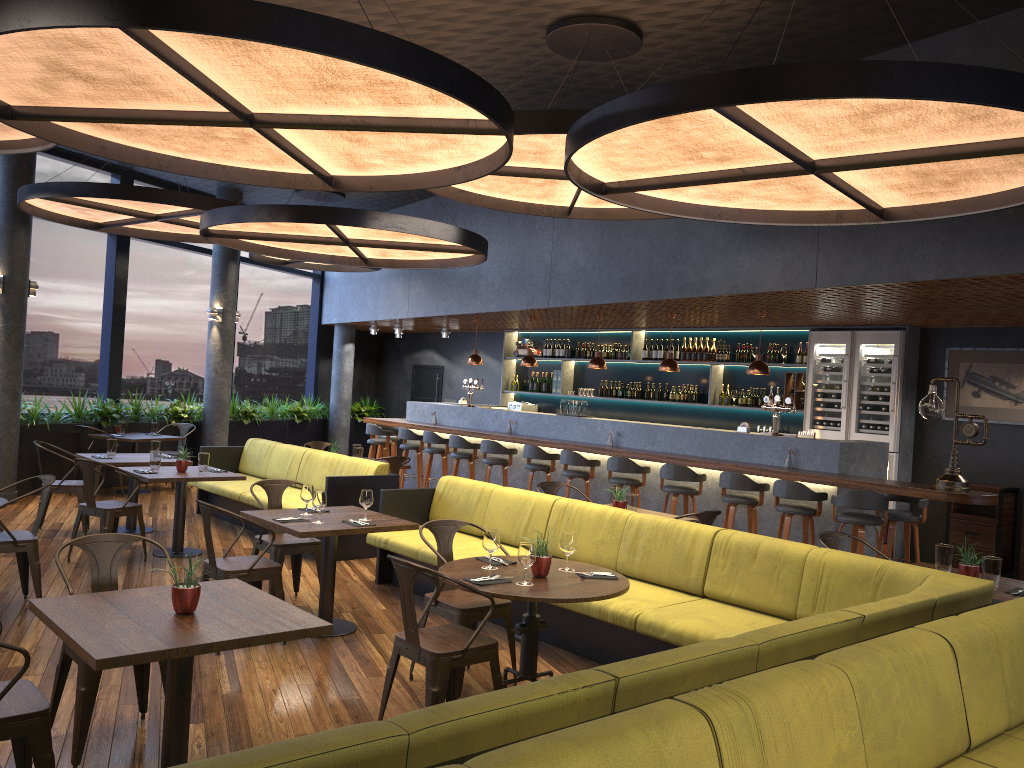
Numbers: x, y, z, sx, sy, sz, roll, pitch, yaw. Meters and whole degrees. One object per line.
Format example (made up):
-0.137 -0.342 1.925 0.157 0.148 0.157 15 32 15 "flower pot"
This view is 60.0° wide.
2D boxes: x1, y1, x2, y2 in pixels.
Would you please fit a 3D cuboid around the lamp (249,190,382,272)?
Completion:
-2.951 -2.387 13.521 1.979 1.093 1.979 3 0 13 "lamp"

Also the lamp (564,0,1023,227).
1.724 -1.879 4.954 2.778 1.475 2.778 4 0 -37 "lamp"

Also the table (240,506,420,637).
-1.289 1.306 6.145 0.906 0.763 0.887 4 0 -41 "table"

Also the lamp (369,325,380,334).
-2.546 -1.005 16.356 0.228 0.172 0.228 4 0 -41 "lamp"

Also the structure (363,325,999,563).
1.724 0.528 11.431 2.700 2.700 9.298 4 0 -41 "structure"

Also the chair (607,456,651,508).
1.266 1.324 9.810 0.483 1.048 0.438 3 0 9 "chair"

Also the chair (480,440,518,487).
-0.210 1.236 11.357 0.438 1.048 0.483 4 0 -21 "chair"

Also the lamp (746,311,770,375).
2.649 -0.438 9.466 0.250 0.673 0.250 4 0 -8 "lamp"

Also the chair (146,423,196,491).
-4.825 1.022 12.628 0.504 0.917 0.541 3 0 14 "chair"

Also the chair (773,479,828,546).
2.615 1.403 8.195 0.438 1.048 0.483 4 0 -12 "chair"

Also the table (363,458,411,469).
-1.818 1.280 10.255 0.906 0.763 0.887 4 0 -41 "table"

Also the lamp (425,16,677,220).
0.603 -2.121 6.886 2.778 1.159 2.778 3 0 9 "lamp"

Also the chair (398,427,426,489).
-1.446 1.164 12.941 0.483 1.048 0.438 3 0 20 "chair"

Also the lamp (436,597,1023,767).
3.654 0.625 3.384 9.057 2.714 3.017 4 0 -41 "lamp"

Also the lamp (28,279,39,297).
-5.839 -1.149 10.752 0.215 0.215 0.189 3 0 24 "lamp"

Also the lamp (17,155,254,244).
-3.995 -2.396 10.065 2.778 1.159 2.778 4 0 -5 "lamp"

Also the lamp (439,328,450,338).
-1.203 -0.923 16.017 0.228 0.172 0.228 4 0 -41 "lamp"

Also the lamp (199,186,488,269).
-1.587 -2.074 8.801 2.778 1.475 2.778 3 0 13 "lamp"

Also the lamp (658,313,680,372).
1.858 -0.485 10.378 0.250 0.673 0.250 4 0 -8 "lamp"

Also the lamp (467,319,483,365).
-0.530 -0.626 13.128 0.250 0.673 0.250 3 0 36 "lamp"

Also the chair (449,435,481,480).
-0.655 1.210 11.933 0.438 1.048 0.483 4 0 -12 "chair"

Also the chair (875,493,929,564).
3.551 1.460 8.180 0.483 1.048 0.438 3 0 20 "chair"

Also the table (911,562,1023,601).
2.623 1.543 5.186 0.887 0.763 0.906 4 0 -41 "table"

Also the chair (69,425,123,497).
-5.346 0.988 11.405 0.504 0.917 0.541 3 0 24 "chair"

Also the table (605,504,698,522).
0.855 1.438 7.223 0.887 0.763 0.906 4 0 -41 "table"

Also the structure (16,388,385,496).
-5.970 0.704 11.566 0.808 1.413 17.112 3 0 24 "structure"

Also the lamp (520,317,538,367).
0.251 -0.580 12.228 0.250 0.673 0.250 4 0 -8 "lamp"

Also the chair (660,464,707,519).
1.745 1.352 9.291 0.438 1.048 0.483 4 0 -27 "chair"

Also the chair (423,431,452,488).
-1.046 1.187 12.499 0.483 1.048 0.438 3 0 20 "chair"

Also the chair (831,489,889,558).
3.009 1.427 7.758 0.483 1.048 0.438 3 0 41 "chair"

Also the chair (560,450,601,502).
0.755 1.293 10.338 0.438 1.048 0.483 4 0 -12 "chair"

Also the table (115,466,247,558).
-3.115 1.198 8.270 0.887 0.763 0.906 4 0 -41 "table"

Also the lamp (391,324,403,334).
-2.013 -0.973 15.715 0.228 0.172 0.228 4 0 -41 "lamp"

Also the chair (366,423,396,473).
-2.018 1.130 13.533 0.483 1.048 0.438 3 0 20 "chair"

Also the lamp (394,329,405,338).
-2.193 -0.982 17.157 0.228 0.172 0.228 4 0 -41 "lamp"

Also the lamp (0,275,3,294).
-6.029 -1.162 10.221 0.215 0.215 0.189 3 0 16 "lamp"

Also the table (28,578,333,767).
-1.363 1.297 3.567 0.887 0.763 0.906 4 0 -41 "table"

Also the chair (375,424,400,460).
-2.032 1.130 14.520 0.483 1.048 0.438 4 0 -12 "chair"

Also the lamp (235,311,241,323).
-4.381 -1.055 14.017 0.215 0.215 0.189 3 0 28 "lamp"

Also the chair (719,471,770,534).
2.258 1.382 8.708 0.483 1.048 0.438 3 0 20 "chair"

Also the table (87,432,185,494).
-5.130 1.081 12.030 0.887 0.763 0.906 3 0 23 "table"

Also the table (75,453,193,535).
-3.965 1.148 9.248 0.906 0.763 0.887 4 0 -41 "table"

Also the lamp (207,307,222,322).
-4.550 -1.066 13.479 0.215 0.215 0.189 3 0 10 "lamp"

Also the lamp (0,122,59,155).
-4.405 -2.429 5.727 2.778 1.159 2.778 3 0 26 "lamp"

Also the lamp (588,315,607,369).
1.102 -0.530 11.249 0.250 0.673 0.250 4 0 -8 "lamp"

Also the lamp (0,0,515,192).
-1.337 -2.066 4.703 2.778 1.475 2.778 3 0 8 "lamp"

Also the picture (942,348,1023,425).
5.178 0.016 9.529 0.028 0.809 1.039 4 0 -41 "picture"

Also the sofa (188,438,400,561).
-2.498 1.162 9.625 0.966 0.914 3.061 4 0 -41 "sofa"

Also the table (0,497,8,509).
-3.875 1.147 5.758 1.007 0.760 1.007 3 0 36 "table"

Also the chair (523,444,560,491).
0.348 1.270 10.890 0.483 1.048 0.438 3 0 20 "chair"

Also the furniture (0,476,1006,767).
0.391 1.329 3.778 7.462 0.914 4.895 3 0 44 "furniture"

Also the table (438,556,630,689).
0.093 1.387 4.690 1.007 0.760 1.007 3 0 -4 "table"
